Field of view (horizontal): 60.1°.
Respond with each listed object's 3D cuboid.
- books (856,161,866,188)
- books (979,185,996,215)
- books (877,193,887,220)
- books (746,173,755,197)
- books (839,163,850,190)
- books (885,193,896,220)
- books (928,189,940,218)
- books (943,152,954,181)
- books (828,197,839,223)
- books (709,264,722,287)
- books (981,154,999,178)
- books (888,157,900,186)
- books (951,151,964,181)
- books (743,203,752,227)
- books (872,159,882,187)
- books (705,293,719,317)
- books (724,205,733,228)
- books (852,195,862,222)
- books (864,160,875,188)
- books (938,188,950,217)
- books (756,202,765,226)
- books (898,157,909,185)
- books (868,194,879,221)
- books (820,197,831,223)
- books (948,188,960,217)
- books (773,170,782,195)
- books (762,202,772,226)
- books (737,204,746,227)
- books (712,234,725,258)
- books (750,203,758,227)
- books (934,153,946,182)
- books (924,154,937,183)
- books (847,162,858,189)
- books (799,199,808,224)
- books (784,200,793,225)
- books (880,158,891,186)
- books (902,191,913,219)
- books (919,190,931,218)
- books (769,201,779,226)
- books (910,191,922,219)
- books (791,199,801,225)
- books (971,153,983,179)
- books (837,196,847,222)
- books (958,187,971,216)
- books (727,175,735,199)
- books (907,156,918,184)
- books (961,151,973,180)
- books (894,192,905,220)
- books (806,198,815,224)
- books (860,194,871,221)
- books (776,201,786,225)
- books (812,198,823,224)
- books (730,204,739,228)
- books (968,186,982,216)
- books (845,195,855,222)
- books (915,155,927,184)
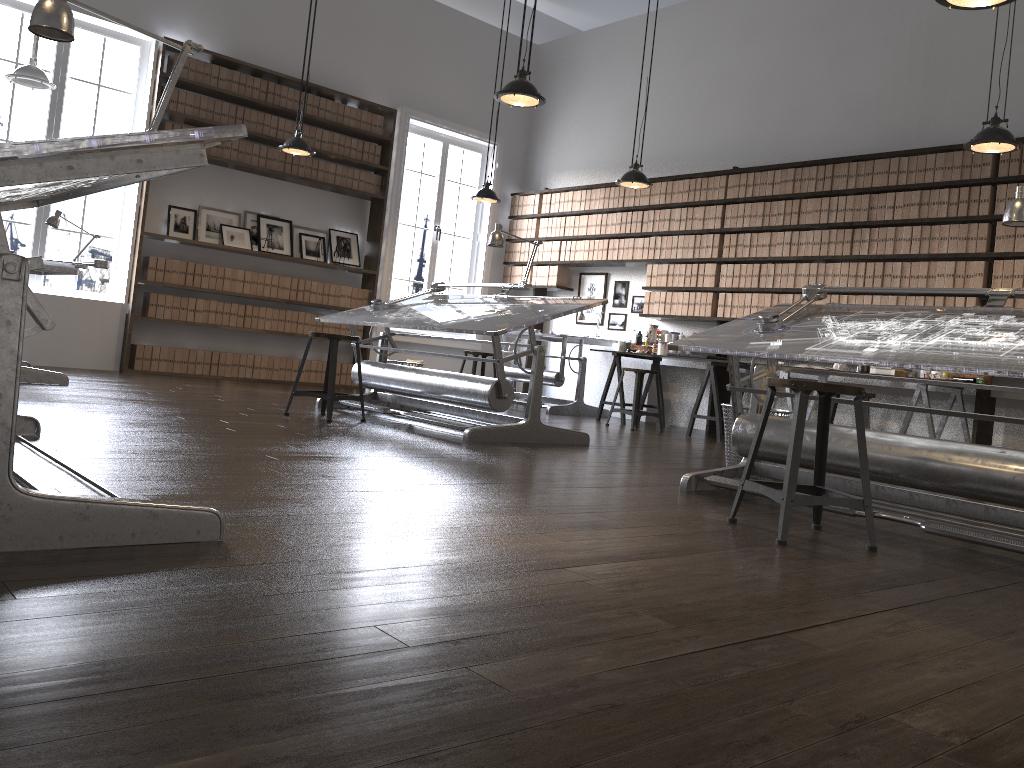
[{"bbox_3d":[2.893,-1.689,7.241,0.174,0.226,0.067,6,-1,-41],"label":"books"},{"bbox_3d":[3.499,-1.323,6.485,0.174,0.226,0.067,6,-1,-41],"label":"books"},{"bbox_3d":[2.995,-1.395,7.076,0.174,0.226,0.067,6,-1,-41],"label":"books"},{"bbox_3d":[2.209,-1.786,8.036,0.174,0.226,0.067,6,-1,-41],"label":"books"},{"bbox_3d":[2.795,-1.703,7.345,0.174,0.226,0.067,6,-1,-41],"label":"books"},{"bbox_3d":[3.038,-1.388,7.020,0.174,0.226,0.067,6,-1,-41],"label":"books"},{"bbox_3d":[3.262,-1.357,6.765,0.174,0.226,0.067,6,-1,-41],"label":"books"},{"bbox_3d":[3.343,-1.625,6.710,0.174,0.226,0.067,6,-1,-41],"label":"books"},{"bbox_3d":[2.724,-1.433,7.391,0.174,0.226,0.067,6,-1,-41],"label":"books"},{"bbox_3d":[1.920,-0.996,8.245,0.174,0.226,0.067,6,-1,-41],"label":"books"},{"bbox_3d":[3.520,-1.600,6.498,0.174,0.226,0.067,6,-1,-41],"label":"books"},{"bbox_3d":[3.069,-1.664,7.024,0.174,0.226,0.067,6,-1,-41],"label":"books"},{"bbox_3d":[3.383,-1.619,6.656,0.174,0.226,0.067,6,-1,-41],"label":"books"},{"bbox_3d":[2.184,-1.510,8.024,0.174,0.226,0.067,6,-1,-41],"label":"books"},{"bbox_3d":[2.984,-1.676,7.130,0.174,0.226,0.067,6,-1,-41],"label":"books"},{"bbox_3d":[1.889,-0.727,8.242,0.174,0.226,0.067,6,-1,-41],"label":"books"},{"bbox_3d":[2.049,-1.529,8.188,0.174,0.226,0.067,6,-1,-41],"label":"books"},{"bbox_3d":[2.861,-1.414,7.233,0.174,0.226,0.067,6,-1,-41],"label":"books"},{"bbox_3d":[2.936,-1.683,7.187,0.174,0.226,0.067,6,-1,-41],"label":"books"},{"bbox_3d":[3.305,-1.350,6.708,0.174,0.226,0.067,6,-1,-41],"label":"books"},{"bbox_3d":[2.266,-1.498,7.923,0.174,0.226,0.067,6,-1,-41],"label":"books"},{"bbox_3d":[3.118,-1.657,6.971,0.174,0.226,0.067,6,-1,-41],"label":"books"},{"bbox_3d":[2.951,-1.401,7.131,0.174,0.226,0.067,6,-1,-41],"label":"books"},{"bbox_3d":[2.674,-1.440,7.444,0.174,0.226,0.067,6,-1,-41],"label":"books"},{"bbox_3d":[3.355,-1.344,6.657,0.174,0.226,0.067,6,-1,-41],"label":"books"},{"bbox_3d":[2.392,-1.760,7.821,0.174,0.226,0.067,6,-1,-41],"label":"books"},{"bbox_3d":[2.314,-1.491,7.876,0.174,0.226,0.067,6,-1,-41],"label":"books"},{"bbox_3d":[2.136,-1.517,8.077,0.174,0.226,0.067,6,-1,-41],"label":"books"},{"bbox_3d":[1.954,-1.272,8.258,0.174,0.226,0.067,6,-1,-41],"label":"books"},{"bbox_3d":[2.226,-1.504,7.977,0.174,0.226,0.067,6,-1,-41],"label":"books"},{"bbox_3d":[3.301,-1.631,6.757,0.174,0.226,0.067,6,-1,-41],"label":"books"},{"bbox_3d":[3.253,-1.638,6.810,0.174,0.226,0.067,6,-1,-41],"label":"books"},{"bbox_3d":[2.844,-1.696,7.292,0.174,0.226,0.067,6,-1,-41],"label":"books"},{"bbox_3d":[2.549,-1.458,7.601,0.174,0.226,0.067,6,-1,-41],"label":"books"},{"bbox_3d":[2.452,-1.472,7.714,0.174,0.226,0.067,6,-1,-41],"label":"books"},{"bbox_3d":[3.022,-1.671,7.079,0.174,0.226,0.067,6,-1,-41],"label":"books"},{"bbox_3d":[3.128,-1.376,6.920,0.174,0.226,0.067,6,-1,-41],"label":"books"},{"bbox_3d":[3.216,-1.363,6.819,0.174,0.226,0.067,6,-1,-41],"label":"books"},{"bbox_3d":[2.360,-1.485,7.822,0.174,0.226,0.067,6,-1,-41],"label":"books"},{"bbox_3d":[3.168,-1.370,6.866,0.174,0.226,0.067,6,-1,-41],"label":"books"},{"bbox_3d":[2.497,-1.465,7.654,0.174,0.226,0.067,6,-1,-41],"label":"books"},{"bbox_3d":[3.477,-1.606,6.555,0.174,0.226,0.067,6,-1,-41],"label":"books"},{"bbox_3d":[2.771,-1.426,7.333,0.174,0.226,0.067,6,-1,-41],"label":"books"},{"bbox_3d":[3.399,-1.337,6.597,0.174,0.226,0.067,6,-1,-41],"label":"books"},{"bbox_3d":[2.075,-1.806,8.194,0.174,0.226,0.067,6,-1,-41],"label":"books"},{"bbox_3d":[3.166,-1.650,6.921,0.174,0.226,0.067,6,-1,-41],"label":"books"},{"bbox_3d":[3.431,-1.613,6.609,0.174,0.226,0.067,6,-1,-41],"label":"books"},{"bbox_3d":[3.086,-1.382,6.967,0.174,0.226,0.067,6,-1,-41],"label":"books"},{"bbox_3d":[2.590,-1.452,7.550,0.174,0.226,0.067,6,-1,-41],"label":"books"},{"bbox_3d":[2.901,-1.408,7.179,0.174,0.226,0.067,6,-1,-41],"label":"books"},{"bbox_3d":[2.403,-1.479,7.765,0.174,0.226,0.067,6,-1,-41],"label":"books"},{"bbox_3d":[2.627,-1.447,7.499,0.174,0.226,0.067,6,-1,-41],"label":"books"},{"bbox_3d":[2.093,-1.523,8.133,0.174,0.226,0.067,6,-1,-41],"label":"books"},{"bbox_3d":[3.451,-1.330,6.544,0.174,0.226,0.067,6,-1,-41],"label":"books"},{"bbox_3d":[2.819,-1.419,7.280,0.174,0.226,0.067,6,-1,-41],"label":"books"},{"bbox_3d":[3.210,-1.644,6.866,0.174,0.226,0.067,6,-1,-41],"label":"books"}]
